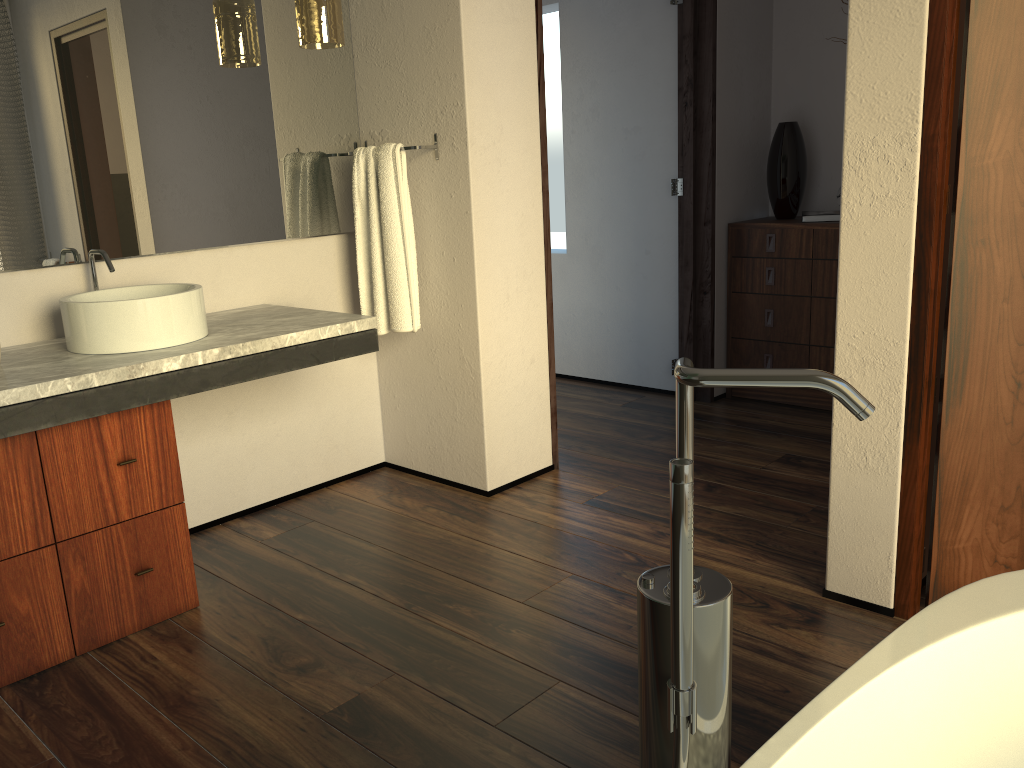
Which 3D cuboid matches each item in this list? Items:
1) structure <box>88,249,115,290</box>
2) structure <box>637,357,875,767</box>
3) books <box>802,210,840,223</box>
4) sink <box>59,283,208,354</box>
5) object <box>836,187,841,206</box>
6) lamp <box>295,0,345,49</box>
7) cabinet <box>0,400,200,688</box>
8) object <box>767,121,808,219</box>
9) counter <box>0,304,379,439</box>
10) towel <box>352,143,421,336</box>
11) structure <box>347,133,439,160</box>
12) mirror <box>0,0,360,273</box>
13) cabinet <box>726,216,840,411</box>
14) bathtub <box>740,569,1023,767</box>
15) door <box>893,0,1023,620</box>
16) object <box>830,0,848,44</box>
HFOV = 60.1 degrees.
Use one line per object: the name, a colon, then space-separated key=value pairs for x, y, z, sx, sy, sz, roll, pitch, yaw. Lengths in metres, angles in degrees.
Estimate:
structure: x=-1.144 y=-0.247 z=2.437 sx=0.064 sy=0.242 sz=0.168 roll=-15 pitch=18 yaw=-41
structure: x=0.207 y=0.401 z=1.012 sx=0.244 sy=0.896 sz=0.278 roll=-4 pitch=14 yaw=-6
books: x=1.486 y=-0.714 z=3.730 sx=0.505 sy=0.034 sz=0.243 roll=1 pitch=15 yaw=19
sink: x=-1.000 y=-0.179 z=2.355 sx=0.363 sy=0.130 sz=0.351 roll=2 pitch=15 yaw=21
object: x=1.442 y=-0.794 z=3.741 sx=0.134 sy=0.131 sz=0.128 roll=8 pitch=18 yaw=39
lamp: x=-0.597 y=-1.448 z=2.589 sx=0.138 sy=0.867 sz=0.139 roll=-4 pitch=14 yaw=-3
cabinet: x=-1.240 y=0.341 z=2.233 sx=0.525 sy=0.599 sz=0.643 roll=10 pitch=19 yaw=43
object: x=1.217 y=-0.943 z=3.920 sx=0.167 sy=0.417 sz=0.174 roll=-11 pitch=16 yaw=-32
counter: x=-1.363 y=0.051 z=1.991 sx=0.602 sy=0.101 sz=2.205 roll=10 pitch=19 yaw=43
towel: x=-0.427 y=-0.476 z=2.977 sx=0.158 sy=0.636 sz=0.263 roll=-10 pitch=15 yaw=-27
structure: x=-0.407 y=-0.780 z=2.955 sx=0.378 sy=0.088 sz=0.100 roll=10 pitch=19 yaw=43
mirror: x=-1.922 y=-0.692 z=1.686 sx=0.018 sy=1.151 sz=3.982 roll=10 pitch=19 yaw=43
cabinet: x=1.527 y=-0.291 z=3.743 sx=1.167 sy=0.800 sz=0.393 roll=10 pitch=18 yaw=43
bathtub: x=0.503 y=0.681 z=0.677 sx=0.784 sy=0.485 sz=1.582 roll=10 pitch=19 yaw=42
door: x=1.289 y=-0.393 z=1.788 sx=0.748 sy=1.946 sz=0.453 roll=10 pitch=19 yaw=43
object: x=1.530 y=-1.354 z=3.340 sx=0.730 sy=1.449 sz=0.827 roll=-4 pitch=14 yaw=-3
